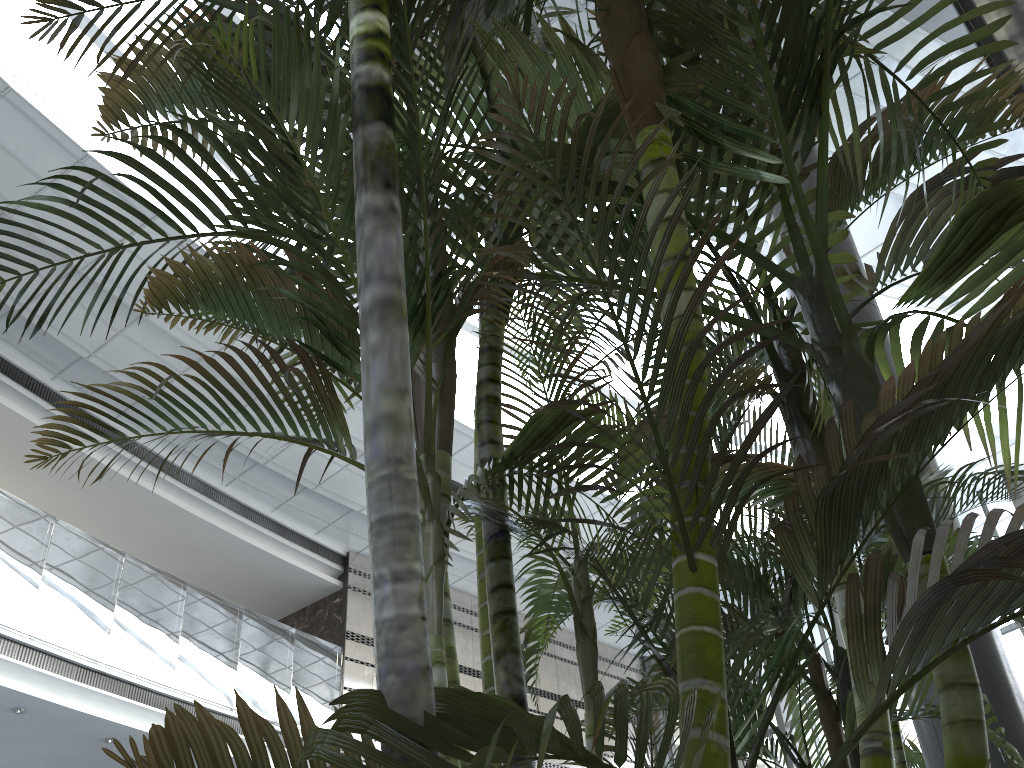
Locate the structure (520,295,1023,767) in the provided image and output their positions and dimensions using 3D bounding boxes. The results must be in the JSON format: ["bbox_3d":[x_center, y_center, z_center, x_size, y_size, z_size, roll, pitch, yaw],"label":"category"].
[{"bbox_3d":[1.051,1.412,2.569,1.699,3.247,2.268,-24,-40,26],"label":"structure"}]

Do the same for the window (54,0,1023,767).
[{"bbox_3d":[-0.120,2.216,7.680,19.254,8.815,15.010,14,-42,-22],"label":"window"}]

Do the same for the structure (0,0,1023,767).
[{"bbox_3d":[-0.013,0.017,1.426,2.497,4.055,2.824,-23,-39,24],"label":"structure"}]

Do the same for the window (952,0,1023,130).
[{"bbox_3d":[5.210,-0.979,3.056,16.420,7.018,4.500,26,-45,-33],"label":"window"}]

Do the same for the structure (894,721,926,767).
[{"bbox_3d":[2.717,3.265,4.774,1.459,3.010,1.351,-26,-40,28],"label":"structure"}]
